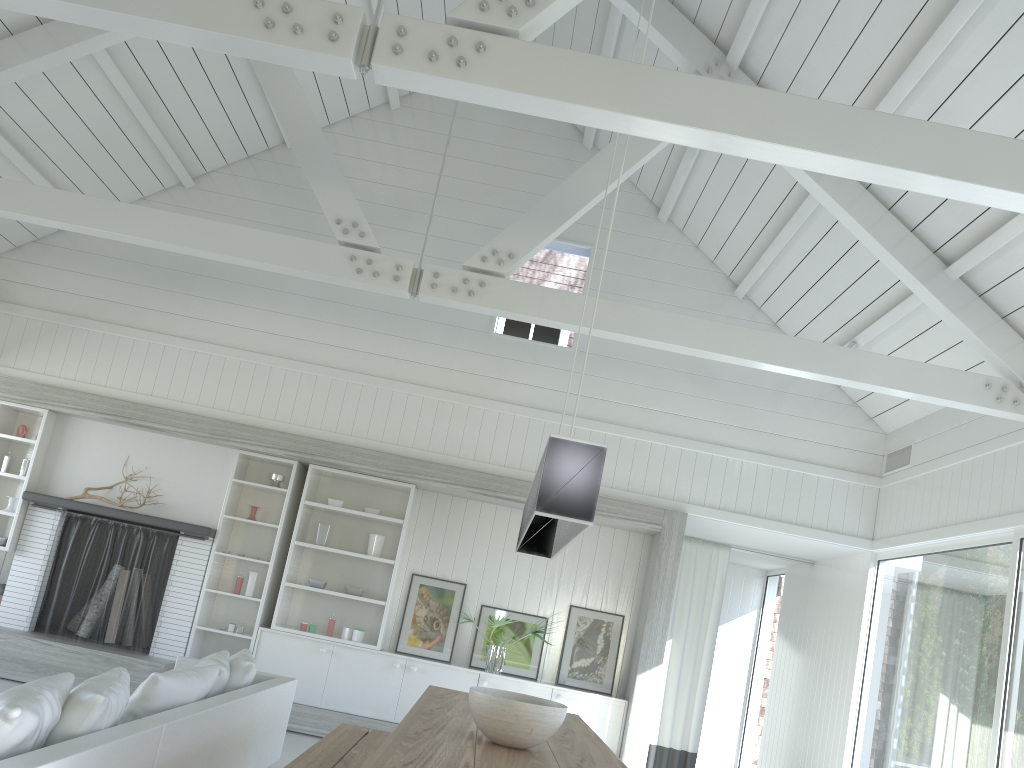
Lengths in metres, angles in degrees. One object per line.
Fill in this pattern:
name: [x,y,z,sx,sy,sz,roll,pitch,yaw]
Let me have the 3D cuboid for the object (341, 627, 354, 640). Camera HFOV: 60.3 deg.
object: [-1.419,2.168,7.654,0.091,0.094,0.092,3,-14,34]

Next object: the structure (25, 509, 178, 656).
structure: [-3.441,1.658,7.388,1.098,1.046,0.118,11,-9,0]

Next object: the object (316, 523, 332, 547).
object: [-1.657,1.329,7.731,0.102,0.193,0.104,11,-10,1]

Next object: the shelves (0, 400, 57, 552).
shelves: [-4.527,0.796,7.737,0.865,1.219,0.559,11,-10,0]

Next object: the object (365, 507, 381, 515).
object: [-1.252,1.160,7.916,0.141,0.065,0.144,11,-14,1]

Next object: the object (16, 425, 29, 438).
object: [-4.267,0.417,7.683,0.231,0.124,0.060,-2,-17,44]

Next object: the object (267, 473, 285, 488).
object: [-2.076,0.860,7.767,0.161,0.122,0.165,3,-15,32]

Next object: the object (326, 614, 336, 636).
object: [-1.561,2.079,7.625,0.054,0.193,0.055,12,-9,0]

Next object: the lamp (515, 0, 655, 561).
lamp: [0.555,-1.316,4.220,0.200,4.172,1.941,11,-10,1]

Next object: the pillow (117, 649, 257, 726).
pillow: [-1.680,1.685,4.685,0.463,0.469,2.092,13,-15,-6]

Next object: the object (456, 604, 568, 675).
object: [-0.051,2.149,7.466,0.972,0.619,0.633,12,-12,-2]

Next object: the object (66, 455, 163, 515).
object: [-3.296,0.840,7.515,0.794,0.494,0.459,19,-14,-29]

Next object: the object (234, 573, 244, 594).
object: [-2.367,1.725,7.654,0.054,0.193,0.055,12,-9,0]

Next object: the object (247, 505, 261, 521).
object: [-2.274,1.142,7.745,0.136,0.128,0.140,0,-16,42]

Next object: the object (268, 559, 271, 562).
object: [-2.128,1.565,7.781,0.054,0.025,0.055,11,-14,1]

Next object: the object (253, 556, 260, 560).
object: [-2.243,1.528,7.727,0.054,0.025,0.055,11,-14,1]

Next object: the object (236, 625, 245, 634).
object: [-2.341,2.115,7.595,0.058,0.060,0.058,11,-12,0]

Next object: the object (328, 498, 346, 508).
object: [-1.551,1.062,7.776,0.141,0.065,0.144,11,-14,1]

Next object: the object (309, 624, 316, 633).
object: [-1.728,2.115,7.624,0.059,0.060,0.058,16,-13,-21]

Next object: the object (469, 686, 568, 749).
object: [0.009,1.306,3.415,0.390,0.182,0.396,13,-14,-8]

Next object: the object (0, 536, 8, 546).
object: [-4.591,1.628,7.660,0.343,0.632,0.620,14,-12,-14]

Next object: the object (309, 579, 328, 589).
object: [-1.689,1.742,7.666,0.141,0.065,0.144,11,-14,1]

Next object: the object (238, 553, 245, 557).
object: [-2.358,1.490,7.673,0.054,0.025,0.055,11,-14,1]

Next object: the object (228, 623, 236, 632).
object: [-2.413,2.096,7.597,0.054,0.070,0.055,11,-11,0]

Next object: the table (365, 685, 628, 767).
table: [-0.077,1.872,3.761,0.905,0.749,3.007,11,-14,1]

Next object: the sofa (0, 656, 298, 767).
sofa: [-3.095,1.271,3.755,3.476,0.725,4.216,11,-15,1]

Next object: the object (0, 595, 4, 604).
object: [-4.356,1.889,7.664,0.109,0.107,0.504,12,-15,0]

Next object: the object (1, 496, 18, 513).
object: [-4.316,1.040,7.592,0.137,0.128,0.139,14,-12,-12]

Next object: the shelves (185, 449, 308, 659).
shelves: [-2.328,1.648,7.807,0.540,1.967,0.615,11,-10,1]

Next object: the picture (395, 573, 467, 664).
picture: [-0.710,2.058,7.754,0.495,0.692,0.066,11,-9,0]

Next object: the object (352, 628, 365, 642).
object: [-1.323,2.161,7.588,0.085,0.109,0.087,3,-14,35]

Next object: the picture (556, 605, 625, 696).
picture: [0.693,2.339,7.755,0.495,0.692,0.066,11,-9,0]

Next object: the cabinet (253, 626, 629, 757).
cabinet: [-0.635,2.697,7.673,3.181,0.542,0.666,11,-12,0]

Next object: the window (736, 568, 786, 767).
window: [2.882,3.308,10.078,0.037,2.387,0.962,11,-10,1]

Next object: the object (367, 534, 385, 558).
object: [-1.197,1.421,7.732,0.102,0.193,0.104,1,-15,45]

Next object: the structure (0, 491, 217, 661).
structure: [-3.457,1.772,7.735,1.616,1.265,0.875,11,-11,0]

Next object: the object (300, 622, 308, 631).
object: [-1.794,2.090,7.599,0.055,0.070,0.055,16,-12,-20]

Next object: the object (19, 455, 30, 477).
object: [-4.221,0.711,7.649,0.054,0.193,0.055,11,-9,1]

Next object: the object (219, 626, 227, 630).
object: [-2.493,2.103,7.594,0.054,0.025,0.055,11,-14,1]

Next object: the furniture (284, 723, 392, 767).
furniture: [-0.815,1.868,3.733,0.340,0.463,2.734,11,-15,1]

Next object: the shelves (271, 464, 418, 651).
shelves: [-1.448,1.550,7.850,0.939,1.419,0.616,11,-10,0]

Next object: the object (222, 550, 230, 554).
object: [-2.472,1.453,7.619,0.054,0.025,0.055,11,-14,1]

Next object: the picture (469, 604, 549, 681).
picture: [-0.025,2.272,7.753,0.609,0.544,0.054,11,-9,0]

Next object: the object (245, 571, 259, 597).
object: [-2.261,1.738,7.653,0.072,0.207,0.072,11,-10,0]

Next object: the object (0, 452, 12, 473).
object: [-4.384,0.679,7.649,0.054,0.193,0.055,11,-9,1]

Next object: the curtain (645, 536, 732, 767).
curtain: [1.529,2.667,8.794,1.006,2.331,0.118,11,-9,0]

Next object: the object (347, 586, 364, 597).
object: [-1.391,1.839,7.807,0.141,0.065,0.144,11,-14,1]

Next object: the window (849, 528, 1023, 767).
window: [3.101,1.218,2.133,0.080,2.376,11.146,11,-15,1]

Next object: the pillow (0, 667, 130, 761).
pillow: [-1.666,1.246,3.041,0.467,0.469,1.339,13,-14,-7]

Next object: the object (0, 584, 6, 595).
object: [-4.403,1.801,7.677,0.110,0.109,0.504,12,-14,0]

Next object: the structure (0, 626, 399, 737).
structure: [-2.254,2.756,7.927,6.348,0.341,1.919,11,-15,0]
